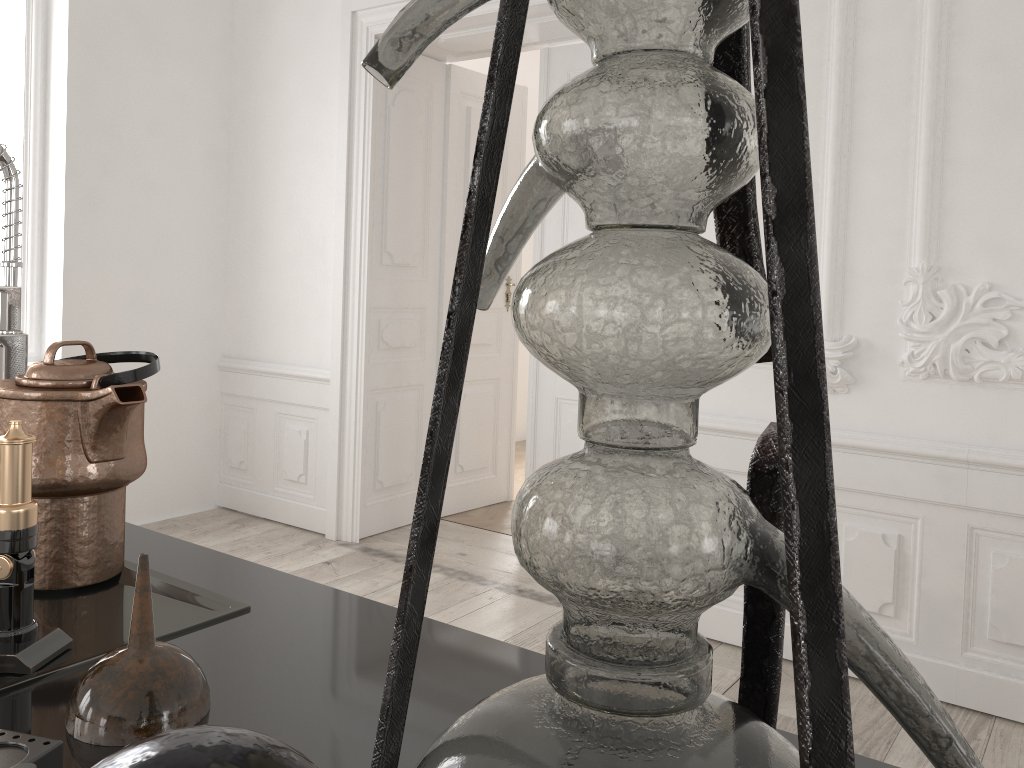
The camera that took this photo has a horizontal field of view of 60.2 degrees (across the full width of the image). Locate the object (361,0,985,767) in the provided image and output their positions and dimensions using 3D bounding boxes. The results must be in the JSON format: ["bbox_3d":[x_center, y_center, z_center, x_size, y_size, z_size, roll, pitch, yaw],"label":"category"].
[{"bbox_3d":[0.059,0.002,0.331,0.318,0.649,0.295,2,3,-12],"label":"object"}]

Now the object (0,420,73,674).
[{"bbox_3d":[-0.508,0.108,0.829,0.169,0.290,0.132,2,2,5],"label":"object"}]

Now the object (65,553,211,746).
[{"bbox_3d":[-0.306,0.206,0.732,0.111,0.131,0.111,5,5,40],"label":"object"}]

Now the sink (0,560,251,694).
[{"bbox_3d":[-0.905,0.276,1.107,1.168,0.140,0.486,6,7,35],"label":"sink"}]

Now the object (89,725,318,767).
[{"bbox_3d":[-0.021,0.197,0.085,0.222,0.311,0.204,4,4,33],"label":"object"}]

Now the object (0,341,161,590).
[{"bbox_3d":[-0.525,0.089,1.055,0.186,0.279,0.209,1,3,-15],"label":"object"}]

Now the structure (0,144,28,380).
[{"bbox_3d":[-0.843,-0.095,1.277,0.131,0.580,0.280,3,3,35],"label":"structure"}]

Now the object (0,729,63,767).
[{"bbox_3d":[-0.205,0.279,0.488,0.376,0.045,0.124,5,6,24],"label":"object"}]

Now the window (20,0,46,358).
[{"bbox_3d":[-2.667,-0.928,3.413,0.071,1.735,1.728,3,4,35],"label":"window"}]

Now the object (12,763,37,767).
[{"bbox_3d":[-0.301,0.264,0.543,0.017,0.056,0.017,3,2,15],"label":"object"}]
